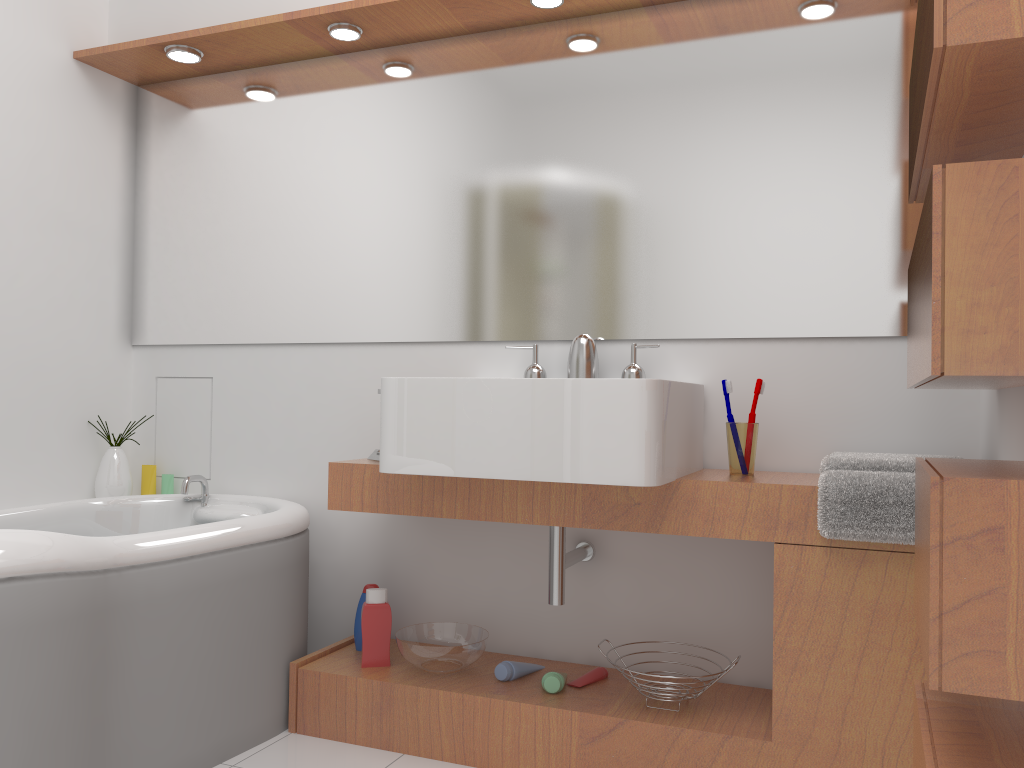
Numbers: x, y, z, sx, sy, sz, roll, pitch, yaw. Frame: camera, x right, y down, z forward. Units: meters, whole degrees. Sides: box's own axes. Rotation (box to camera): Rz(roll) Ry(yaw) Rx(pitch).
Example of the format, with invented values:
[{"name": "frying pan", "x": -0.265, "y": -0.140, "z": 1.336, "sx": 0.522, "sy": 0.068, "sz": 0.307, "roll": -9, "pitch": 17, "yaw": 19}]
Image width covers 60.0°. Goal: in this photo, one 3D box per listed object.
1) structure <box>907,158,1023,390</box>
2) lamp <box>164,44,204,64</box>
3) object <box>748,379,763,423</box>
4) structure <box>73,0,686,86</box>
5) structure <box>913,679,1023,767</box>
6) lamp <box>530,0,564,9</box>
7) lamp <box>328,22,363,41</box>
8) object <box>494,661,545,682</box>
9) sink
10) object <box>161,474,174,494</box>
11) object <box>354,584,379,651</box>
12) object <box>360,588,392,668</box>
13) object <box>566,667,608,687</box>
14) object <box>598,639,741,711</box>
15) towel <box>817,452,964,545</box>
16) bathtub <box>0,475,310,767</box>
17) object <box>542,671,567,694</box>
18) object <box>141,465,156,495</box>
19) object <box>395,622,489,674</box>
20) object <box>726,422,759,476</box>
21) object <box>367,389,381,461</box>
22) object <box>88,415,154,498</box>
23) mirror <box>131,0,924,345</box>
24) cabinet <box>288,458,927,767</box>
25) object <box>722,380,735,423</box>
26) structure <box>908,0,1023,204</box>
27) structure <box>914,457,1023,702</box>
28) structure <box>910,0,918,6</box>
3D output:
[{"name": "structure", "x": 0.726, "y": -0.122, "z": 1.394, "sx": 0.165, "sy": 0.245, "sz": 0.860, "roll": 0, "pitch": -1, "yaw": 22}, {"name": "lamp", "x": -1.005, "y": -1.010, "z": 2.715, "sx": 0.113, "sy": 0.021, "sz": 0.113, "roll": 1, "pitch": -1, "yaw": -6}, {"name": "object", "x": 0.573, "y": 0.102, "z": 2.113, "sx": 0.052, "sy": 0.231, "sz": 0.016, "roll": 1, "pitch": -1, "yaw": -28}, {"name": "structure", "x": -0.144, "y": -1.129, "z": 2.435, "sx": 2.606, "sy": 0.240, "sz": 0.287, "roll": 0, "pitch": -1, "yaw": 22}, {"name": "structure", "x": 0.631, "y": 0.584, "z": 1.176, "sx": 0.165, "sy": 0.245, "sz": 0.417, "roll": 0, "pitch": -1, "yaw": 22}, {"name": "lamp", "x": 0.091, "y": -1.000, "z": 2.299, "sx": 0.098, "sy": 0.018, "sz": 0.098, "roll": 0, "pitch": -1, "yaw": 43}, {"name": "lamp", "x": -0.476, "y": -1.005, "z": 2.532, "sx": 0.098, "sy": 0.018, "sz": 0.098, "roll": 0, "pitch": -1, "yaw": 43}, {"name": "object", "x": 0.022, "y": 0.730, "z": 2.302, "sx": 0.059, "sy": 0.052, "sz": 0.187, "roll": 0, "pitch": -1, "yaw": 34}, {"name": "sink", "x": 0.089, "y": 0.201, "z": 2.151, "sx": 0.657, "sy": 0.673, "sz": 0.552, "roll": 0, "pitch": -1, "yaw": 22}, {"name": "object", "x": -1.130, "y": 0.363, "z": 2.907, "sx": 0.038, "sy": 0.133, "sz": 0.038, "roll": 2, "pitch": -1, "yaw": -34}, {"name": "object", "x": -0.397, "y": 0.657, "z": 2.492, "sx": 0.092, "sy": 0.190, "sz": 0.044, "roll": 1, "pitch": -1, "yaw": -11}, {"name": "object", "x": -0.360, "y": 0.648, "z": 2.353, "sx": 0.079, "sy": 0.207, "sz": 0.046, "roll": 1, "pitch": -1, "yaw": -13}, {"name": "object", "x": 0.194, "y": 0.745, "z": 2.242, "sx": 0.042, "sy": 0.037, "sz": 0.133, "roll": 0, "pitch": -1, "yaw": 41}, {"name": "object", "x": 0.368, "y": 0.690, "z": 2.092, "sx": 0.291, "sy": 0.126, "sz": 0.291, "roll": 1, "pitch": -1, "yaw": -20}, {"name": "towel", "x": 0.827, "y": 0.238, "z": 1.915, "sx": 0.272, "sy": 0.140, "sz": 0.359, "roll": 0, "pitch": -1, "yaw": 22}, {"name": "bathtub", "x": -1.173, "y": 0.576, "z": 1.959, "sx": 1.055, "sy": 0.674, "sz": 1.863, "roll": 0, "pitch": -1, "yaw": 22}, {"name": "object", "x": 0.107, "y": 0.730, "z": 2.225, "sx": 0.059, "sy": 0.052, "sz": 0.187, "roll": 1, "pitch": -1, "yaw": 6}, {"name": "object", "x": -1.204, "y": 0.350, "z": 2.937, "sx": 0.047, "sy": 0.162, "sz": 0.047, "roll": 2, "pitch": -1, "yaw": -41}, {"name": "object", "x": -0.184, "y": 0.702, "z": 2.333, "sx": 0.245, "sy": 0.090, "sz": 0.245, "roll": 1, "pitch": -1, "yaw": -6}, {"name": "object", "x": 0.544, "y": 0.156, "z": 2.096, "sx": 0.076, "sy": 0.130, "sz": 0.076, "roll": 1, "pitch": -1, "yaw": -25}, {"name": "object", "x": -0.318, "y": 0.107, "z": 2.375, "sx": 0.059, "sy": 0.203, "sz": 0.182, "roll": 2, "pitch": -1, "yaw": -37}, {"name": "object", "x": -1.262, "y": 0.262, "z": 2.847, "sx": 0.215, "sy": 0.326, "sz": 0.154, "roll": 2, "pitch": -1, "yaw": -37}, {"name": "mirror", "x": -0.100, "y": -0.565, "z": 2.544, "sx": 2.600, "sy": 0.887, "sz": 0.022, "roll": 0, "pitch": -1, "yaw": 22}, {"name": "cabinet", "x": 0.245, "y": 0.571, "z": 2.175, "sx": 1.635, "sy": 0.719, "sz": 0.355, "roll": 0, "pitch": -1, "yaw": 22}, {"name": "object", "x": 0.531, "y": 0.103, "z": 2.113, "sx": 0.016, "sy": 0.228, "sz": 0.070, "roll": 2, "pitch": -1, "yaw": -42}, {"name": "structure", "x": 0.732, "y": -0.503, "z": 1.401, "sx": 0.165, "sy": 0.245, "sz": 0.860, "roll": 0, "pitch": -1, "yaw": 22}, {"name": "structure", "x": 0.636, "y": 0.234, "z": 1.183, "sx": 0.165, "sy": 0.245, "sz": 0.417, "roll": 0, "pitch": -1, "yaw": 22}, {"name": "structure", "x": 0.739, "y": -0.913, "z": 1.409, "sx": 0.165, "sy": 0.245, "sz": 0.860, "roll": 0, "pitch": -1, "yaw": 22}]
